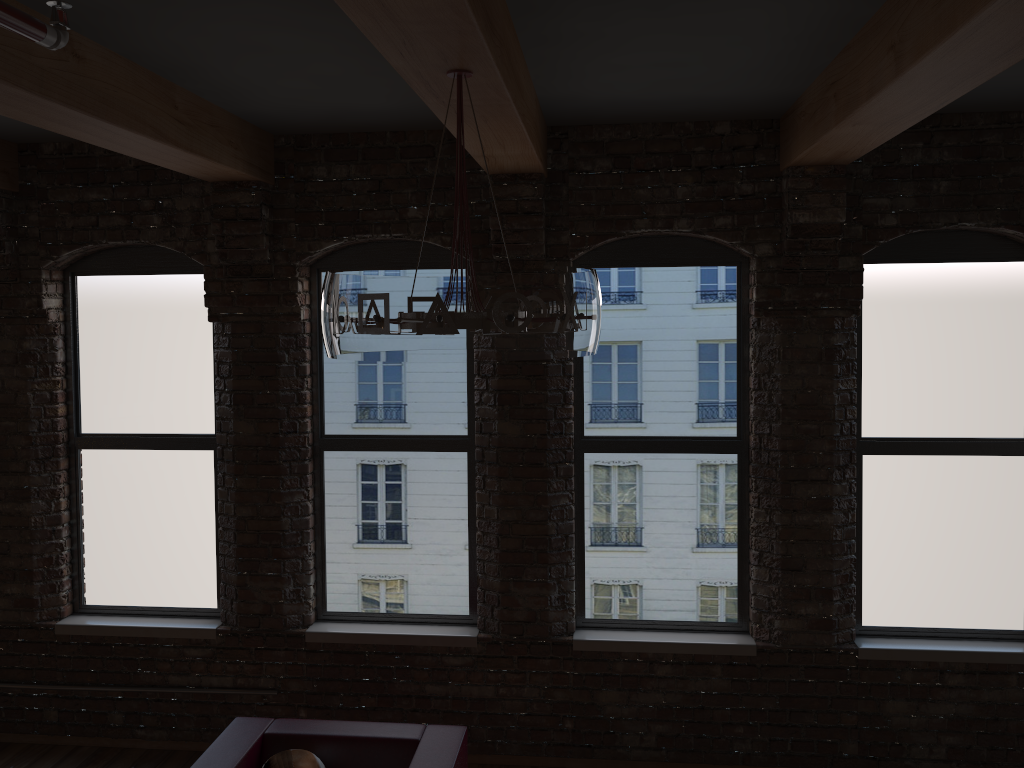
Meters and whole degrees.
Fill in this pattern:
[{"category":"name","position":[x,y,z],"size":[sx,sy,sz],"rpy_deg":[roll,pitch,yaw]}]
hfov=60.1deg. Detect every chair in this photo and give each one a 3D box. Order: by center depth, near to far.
[{"category":"chair","position":[-0.772,1.849,3.586],"size":[1.070,0.592,0.868],"rpy_deg":[0,4,6]}]

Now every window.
[{"category":"window","position":[2.255,0.299,4.578],"size":[0.968,2.211,0.236],"rpy_deg":[0,2,6]},{"category":"window","position":[0.797,0.301,4.735],"size":[0.968,2.211,0.236],"rpy_deg":[0,2,6]},{"category":"window","position":[-0.661,0.303,4.893],"size":[0.968,2.211,0.236],"rpy_deg":[0,2,6]},{"category":"window","position":[-2.119,0.305,5.050],"size":[0.968,2.211,0.236],"rpy_deg":[0,2,6]}]

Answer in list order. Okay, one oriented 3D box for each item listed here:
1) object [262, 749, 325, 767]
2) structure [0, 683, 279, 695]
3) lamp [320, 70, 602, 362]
[{"category":"object","position":[-0.850,1.683,3.465],"size":[0.365,0.296,0.756],"rpy_deg":[-2,5,-22]},{"category":"structure","position":[-8.151,1.622,5.607],"size":[13.704,0.312,1.638],"rpy_deg":[-1,5,-1]},{"category":"lamp","position":[-0.146,-0.494,2.566],"size":[0.810,0.813,0.810],"rpy_deg":[-4,5,-43]}]
